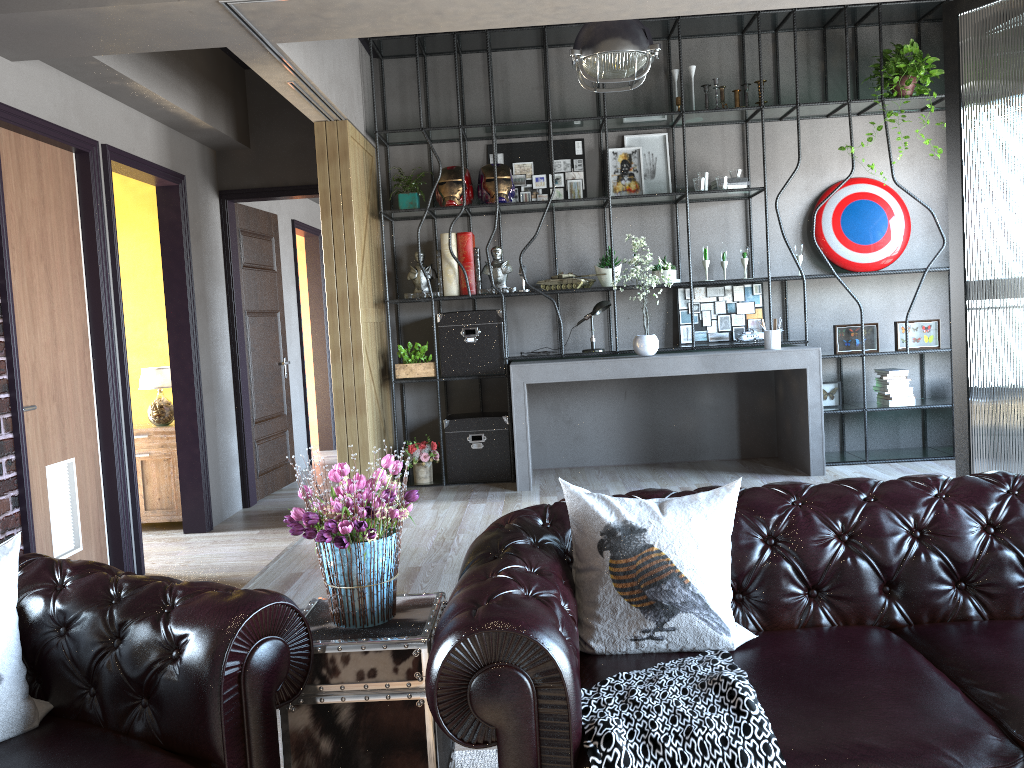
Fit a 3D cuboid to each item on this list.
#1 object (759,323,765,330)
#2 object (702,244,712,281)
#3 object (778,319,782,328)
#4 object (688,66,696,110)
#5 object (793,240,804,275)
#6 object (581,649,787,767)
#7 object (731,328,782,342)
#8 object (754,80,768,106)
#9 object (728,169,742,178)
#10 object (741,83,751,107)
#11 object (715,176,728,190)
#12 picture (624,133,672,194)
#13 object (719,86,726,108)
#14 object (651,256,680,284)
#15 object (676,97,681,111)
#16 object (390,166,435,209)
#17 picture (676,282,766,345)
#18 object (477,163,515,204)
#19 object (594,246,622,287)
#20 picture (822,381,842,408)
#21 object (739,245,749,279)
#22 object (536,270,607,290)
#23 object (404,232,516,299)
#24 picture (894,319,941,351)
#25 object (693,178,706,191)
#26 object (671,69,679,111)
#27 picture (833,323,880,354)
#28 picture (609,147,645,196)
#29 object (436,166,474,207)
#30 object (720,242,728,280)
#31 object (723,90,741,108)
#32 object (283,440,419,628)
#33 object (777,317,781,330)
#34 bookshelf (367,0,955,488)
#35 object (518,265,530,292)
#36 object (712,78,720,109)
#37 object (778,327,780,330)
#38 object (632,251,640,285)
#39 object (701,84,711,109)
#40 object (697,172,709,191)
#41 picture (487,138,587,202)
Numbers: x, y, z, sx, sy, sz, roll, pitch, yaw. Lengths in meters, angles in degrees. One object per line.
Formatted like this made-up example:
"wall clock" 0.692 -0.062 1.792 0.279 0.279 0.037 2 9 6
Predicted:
"object" 1.813 -0.348 6.265 0.137 0.190 0.009 -3 3 5
"object" 1.419 -0.890 6.494 0.113 0.274 0.113 -3 4 6
"object" 1.874 -0.371 6.252 0.062 0.169 0.009 -3 3 1
"object" 1.355 -2.177 6.637 0.128 0.390 0.128 -6 4 -39
"object" 2.148 -0.940 6.635 0.113 0.270 0.113 -4 4 -9
"object" 0.272 1.021 1.627 0.562 0.569 1.701 -2 4 22
"object" 1.818 -0.372 6.653 0.379 0.111 0.352 0 5 35
"object" 1.818 -2.112 6.471 0.130 0.232 0.130 -5 4 -21
"object" 1.674 -1.568 6.638 0.103 0.068 0.103 -4 4 -5
"object" 1.739 -2.115 6.571 0.084 0.232 0.084 -4 4 -17
"object" 1.523 -1.449 6.428 0.092 0.099 0.092 -7 5 -40
"picture" 1.039 -1.656 6.781 0.332 0.514 0.119 -3 3 2
"object" 1.574 -2.106 6.625 0.080 0.226 0.080 -5 4 -25
"object" 1.127 -0.849 6.586 0.235 0.212 0.235 -7 5 -43
"object" 1.216 -2.025 6.468 0.135 0.129 0.135 -5 4 -25
"object" -0.777 -1.447 6.630 0.324 0.339 0.295 -7 5 -42
"picture" 1.611 -0.541 6.828 0.665 0.447 0.051 -3 3 2
"object" -0.117 -1.480 6.593 0.280 0.327 0.400 -4 4 -8
"object" 0.719 -0.871 6.578 0.193 0.305 0.137 -1 4 36
"picture" 2.362 0.079 6.609 0.172 0.190 0.036 -3 3 2
"object" 1.711 -0.895 6.523 0.113 0.246 0.113 -2 4 21
"object" 0.458 -0.793 6.649 0.577 0.170 0.207 0 5 37
"object" -0.394 -0.892 6.665 0.833 0.466 0.290 -3 4 2
"picture" 2.954 -0.358 6.460 0.313 0.212 0.048 -3 3 2
"object" 1.360 -1.440 6.433 0.092 0.099 0.093 0 5 39
"object" 1.245 -2.176 6.712 0.128 0.390 0.128 -5 4 -30
"picture" 2.514 -0.332 6.475 0.313 0.212 0.049 -3 3 2
"picture" 0.863 -1.593 6.747 0.267 0.413 0.101 -3 3 2
"object" -0.435 -1.463 6.604 0.280 0.327 0.400 -3 4 7
"object" 1.621 -0.937 6.785 0.113 0.301 0.113 -2 4 21
"object" 1.642 -2.061 6.465 0.189 0.152 0.190 -2 4 25
"object" -0.426 0.407 2.439 0.349 0.483 0.352 -1 4 33
"object" 1.875 -0.379 6.265 0.052 0.185 0.009 -3 3 4
"bookshelf" 1.300 -0.993 6.623 4.483 3.280 0.527 -3 3 2
"object" 0.081 -0.780 6.549 0.093 0.200 0.093 -3 4 -3
"object" 1.490 -2.098 6.458 0.100 0.243 0.100 -3 4 11
"object" 1.858 -0.335 6.240 0.068 0.159 0.009 -2 4 15
"object" 0.946 -0.882 6.760 0.113 0.273 0.113 -5 4 -32
"object" 1.434 -2.095 6.533 0.084 0.232 0.084 -1 4 29
"object" 1.411 -1.478 6.534 0.087 0.155 0.087 -2 4 15
"picture" 0.195 -1.620 6.839 0.749 0.503 0.058 -3 3 2
